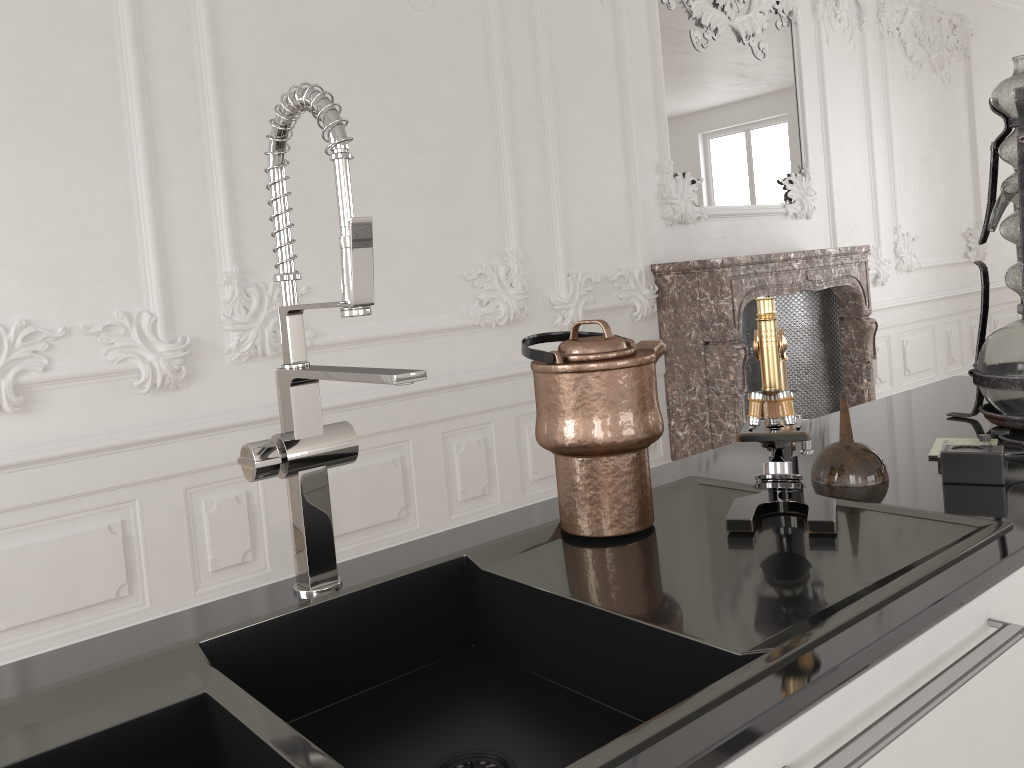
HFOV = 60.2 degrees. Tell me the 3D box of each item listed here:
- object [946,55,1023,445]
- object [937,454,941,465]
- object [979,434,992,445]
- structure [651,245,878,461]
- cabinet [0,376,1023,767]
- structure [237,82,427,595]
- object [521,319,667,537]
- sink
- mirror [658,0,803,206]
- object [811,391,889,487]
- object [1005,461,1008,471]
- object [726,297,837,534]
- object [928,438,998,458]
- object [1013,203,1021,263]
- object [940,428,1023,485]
[{"bbox_3d":[0.956,-0.253,1.558,0.294,0.648,0.320,-5,3,5],"label":"object"},{"bbox_3d":[0.678,0.116,1.369,0.032,0.012,0.042,-1,8,36],"label":"object"},{"bbox_3d":[0.692,0.102,1.290,0.017,0.056,0.017,-4,3,31],"label":"object"},{"bbox_3d":[1.532,-0.156,5.319,1.553,1.243,0.659,-9,5,-39],"label":"structure"},{"bbox_3d":[1.068,0.642,0.438,2.476,0.878,2.706,-10,8,-39],"label":"cabinet"},{"bbox_3d":[-0.193,-0.039,0.955,0.131,0.579,0.279,-7,4,-39],"label":"structure"},{"bbox_3d":[0.125,0.051,1.209,0.208,0.278,0.187,-5,4,2],"label":"object"},{"bbox_3d":[-0.002,0.309,0.872,1.172,0.140,0.485,-11,8,-39],"label":"sink"},{"bbox_3d":[1.378,-1.822,5.478,1.443,1.565,0.009,-9,4,-39],"label":"mirror"},{"bbox_3d":[0.505,0.076,1.335,0.111,0.131,0.111,-8,5,-33],"label":"object"},{"bbox_3d":[0.730,0.122,1.322,0.020,0.001,0.061,-1,8,31],"label":"object"},{"bbox_3d":[0.347,0.030,1.162,0.131,0.290,0.170,-4,4,21],"label":"object"},{"bbox_3d":[0.740,0.105,1.448,0.093,0.004,0.142,-1,8,31],"label":"object"},{"bbox_3d":[3.082,-0.382,4.828,0.709,1.516,0.659,-4,3,26],"label":"object"},{"bbox_3d":[0.772,0.091,1.367,0.123,0.045,0.378,0,8,40],"label":"object"}]
